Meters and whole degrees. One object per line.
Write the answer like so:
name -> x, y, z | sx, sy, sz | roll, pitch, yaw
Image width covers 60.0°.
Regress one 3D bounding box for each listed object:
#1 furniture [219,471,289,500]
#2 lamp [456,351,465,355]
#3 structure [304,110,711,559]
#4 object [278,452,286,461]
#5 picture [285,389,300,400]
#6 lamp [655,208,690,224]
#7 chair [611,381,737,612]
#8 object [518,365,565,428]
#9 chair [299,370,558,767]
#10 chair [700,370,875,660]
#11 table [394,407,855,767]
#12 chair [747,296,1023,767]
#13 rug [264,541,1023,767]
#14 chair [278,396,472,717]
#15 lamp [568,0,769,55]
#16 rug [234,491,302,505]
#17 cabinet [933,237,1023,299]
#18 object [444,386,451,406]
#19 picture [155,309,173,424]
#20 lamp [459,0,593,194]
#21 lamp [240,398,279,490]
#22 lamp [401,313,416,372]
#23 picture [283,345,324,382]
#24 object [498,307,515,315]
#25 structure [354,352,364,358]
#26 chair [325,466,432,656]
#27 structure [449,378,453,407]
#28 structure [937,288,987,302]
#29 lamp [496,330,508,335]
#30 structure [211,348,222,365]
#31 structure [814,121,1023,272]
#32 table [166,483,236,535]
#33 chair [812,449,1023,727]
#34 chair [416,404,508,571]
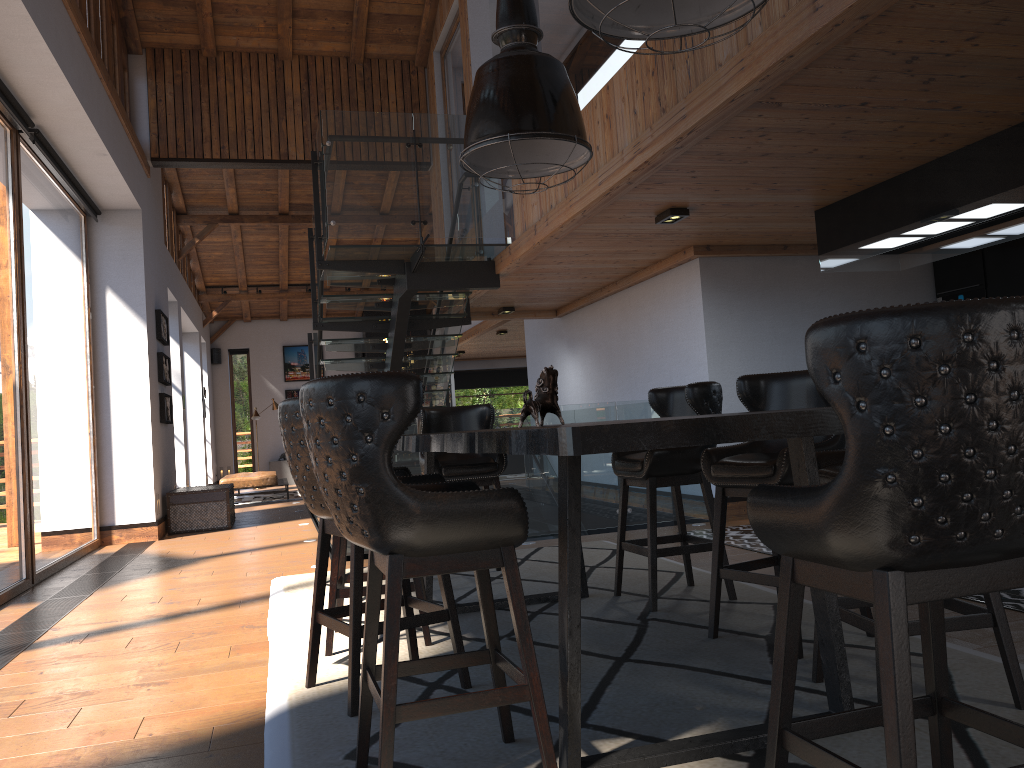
furniture -> -4.517, 1.773, 15.448 | 1.183, 0.437, 2.739 | -3, -3, -15
lamp -> -1.156, -0.708, 19.942 | 0.156, 0.068, 0.259 | -3, -3, -15
structure -> -2.915, 1.147, 8.148 | 9.272, 6.403, 10.946 | -3, -3, -16
object -> -4.960, 1.591, 19.529 | 0.401, 0.183, 0.228 | -5, -3, 28
picture -> -4.643, 0.520, 19.984 | 0.885, 0.816, 0.035 | -3, -3, -16
lamp -> 1.142, -1.204, 6.333 | 0.156, 0.068, 0.259 | -3, -3, -15
chair -> 0.823, 0.551, 4.525 | 0.572, 1.093, 0.500 | -3, -3, -17
object -> 0.107, 0.050, 3.531 | 0.114, 0.254, 0.223 | -6, -4, 37
chair -> -0.236, 0.521, 2.319 | 0.572, 1.093, 0.500 | -3, -3, -17
chair -> 1.118, 0.487, 3.617 | 0.574, 1.093, 0.498 | -2, -4, -32
table -> 0.239, 0.638, 3.572 | 1.439, 0.950, 3.769 | -3, -3, -15
chair -> 0.780, 0.418, 1.639 | 0.507, 1.093, 0.564 | -3, -3, -17
rug -> 0.246, 1.109, 3.872 | 2.568, 0.047, 5.591 | -3, -3, -15
chair -> -0.531, 0.584, 3.227 | 0.574, 1.093, 0.498 | -2, -4, -32
lamp -> 0.322, -3.338, 2.722 | 0.615, 4.688, 0.628 | -6, -4, 29
rug -> -3.203, 1.881, 15.613 | 3.832, 0.053, 2.415 | -3, -3, -15
cabinet -> 5.132, -0.355, 5.376 | 0.547, 2.382, 6.384 | -3, -3, -15
object -> -1.653, 0.728, 20.577 | 0.497, 2.614, 0.463 | -3, -3, -16
picture -> -4.146, -0.185, 10.570 | 0.059, 1.313, 0.768 | -3, -3, -15
lamp -> -0.085, -3.237, 4.246 | 0.615, 4.688, 0.628 | -6, -4, 29
lamp -> -5.273, 1.242, 18.558 | 0.526, 1.900, 1.324 | -4, -3, 6
lamp -> -2.190, -1.293, 17.860 | 0.264, 2.203, 0.795 | -2, -4, -24
picture -> -4.711, -0.472, 20.043 | 0.885, 0.816, 0.035 | -3, -3, -16
object -> -0.071, -0.906, 10.873 | 0.156, 0.068, 0.259 | -3, -3, -15
structure -> -3.504, -0.776, 20.334 | 0.215, 0.350, 0.212 | -3, -3, -16
chair -> -0.677, 0.642, 4.030 | 0.570, 1.093, 0.502 | -4, -3, -7
structure -> -1.645, 0.721, 20.570 | 0.505, 2.619, 0.508 | -3, -3, -16
structure -> 4.195, -0.365, 8.113 | 0.257, 0.946, 0.593 | -3, -3, -15
lamp -> -0.187, -0.947, 16.307 | 0.156, 0.068, 0.259 | -3, -3, -15
structure -> -6.495, -0.608, 19.457 | 0.215, 0.350, 0.212 | -3, -3, -16
structure -> 3.034, -1.189, 5.161 | 0.715, 0.476, 3.227 | -3, -3, -15
table -> -3.695, 1.472, 10.595 | 0.689, 0.470, 1.245 | -3, -3, -15
chair -> 1.266, 0.449, 2.813 | 0.570, 1.093, 0.502 | -4, -3, -7
chair -> -0.303, 0.674, 5.480 | 0.507, 1.093, 0.564 | -3, -3, -17
